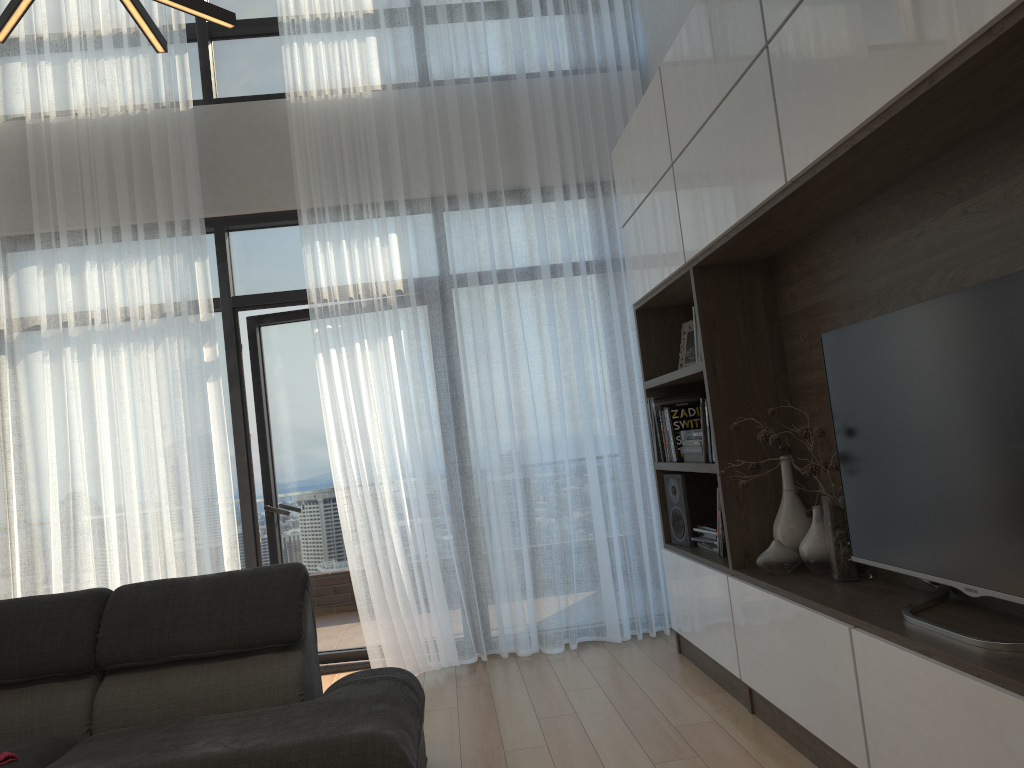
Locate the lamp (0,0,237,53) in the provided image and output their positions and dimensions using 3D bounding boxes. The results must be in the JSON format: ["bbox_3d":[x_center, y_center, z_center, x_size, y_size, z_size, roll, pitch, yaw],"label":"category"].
[{"bbox_3d":[-0.954,-2.529,1.690,1.200,3.645,0.831,-7,-4,5],"label":"lamp"}]

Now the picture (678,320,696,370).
[{"bbox_3d":[0.885,-0.179,4.263,0.114,0.270,0.216,-5,-4,-24],"label":"picture"}]

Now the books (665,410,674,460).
[{"bbox_3d":[0.803,0.226,4.027,0.177,0.242,0.066,-6,-4,-5],"label":"books"}]

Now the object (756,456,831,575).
[{"bbox_3d":[1.024,0.452,3.121,0.313,0.397,0.313,-10,-5,37],"label":"object"}]

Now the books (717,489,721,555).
[{"bbox_3d":[0.961,0.555,3.663,0.232,0.284,0.142,-6,-4,-5],"label":"books"}]

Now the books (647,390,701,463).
[{"bbox_3d":[0.800,0.207,4.257,0.259,0.321,0.128,-6,-4,-5],"label":"books"}]

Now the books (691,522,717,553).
[{"bbox_3d":[0.916,0.669,3.878,0.204,0.099,0.325,-6,-4,-5],"label":"books"}]

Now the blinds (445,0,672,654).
[{"bbox_3d":[0.187,-1.422,4.827,1.163,5.581,0.218,-6,-4,-8],"label":"blinds"}]

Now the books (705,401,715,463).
[{"bbox_3d":[0.854,0.179,3.477,0.179,0.243,0.071,-6,-4,-6],"label":"books"}]

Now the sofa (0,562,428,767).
[{"bbox_3d":[-1.256,0.844,1.576,2.108,0.995,3.169,-6,-4,-5],"label":"sofa"}]

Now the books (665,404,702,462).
[{"bbox_3d":[0.808,0.218,3.993,0.191,0.249,0.083,-6,-4,-5],"label":"books"}]

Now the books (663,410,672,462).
[{"bbox_3d":[0.795,0.230,4.085,0.169,0.242,0.050,-6,-4,-6],"label":"books"}]

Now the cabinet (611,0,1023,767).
[{"bbox_3d":[0.961,-0.118,2.378,0.338,2.494,4.036,-6,-4,-5],"label":"cabinet"}]

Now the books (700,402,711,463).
[{"bbox_3d":[0.838,0.187,3.526,0.172,0.242,0.069,-6,-4,-4],"label":"books"}]

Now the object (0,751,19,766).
[{"bbox_3d":[-1.615,0.995,2.343,0.536,0.077,0.323,-9,-5,29],"label":"object"}]

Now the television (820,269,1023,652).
[{"bbox_3d":[1.062,0.182,2.106,0.229,0.779,1.220,-6,-4,-5],"label":"television"}]

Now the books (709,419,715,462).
[{"bbox_3d":[0.868,0.171,3.440,0.191,0.249,0.084,-6,-4,-5],"label":"books"}]

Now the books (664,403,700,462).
[{"bbox_3d":[0.807,0.221,4.058,0.193,0.255,0.066,-6,-4,-6],"label":"books"}]

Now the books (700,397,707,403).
[{"bbox_3d":[0.863,0.175,3.550,0.197,0.260,0.066,-6,-4,-5],"label":"books"}]

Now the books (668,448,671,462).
[{"bbox_3d":[0.801,0.235,4.108,0.170,0.236,0.049,-6,-4,-5],"label":"books"}]

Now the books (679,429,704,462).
[{"bbox_3d":[0.891,0.250,3.780,0.277,0.137,0.343,-6,-4,-5],"label":"books"}]

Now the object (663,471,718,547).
[{"bbox_3d":[0.879,0.577,4.174,0.244,0.331,0.214,-6,-4,-15],"label":"object"}]

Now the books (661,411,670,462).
[{"bbox_3d":[0.806,0.235,4.132,0.189,0.240,0.053,-6,-4,-5],"label":"books"}]

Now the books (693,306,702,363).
[{"bbox_3d":[0.888,-0.232,3.720,0.185,0.299,0.367,-6,-4,-5],"label":"books"}]

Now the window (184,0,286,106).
[{"bbox_3d":[-1.812,-2.736,5.001,4.808,2.500,0.119,-6,-4,-5],"label":"window"}]

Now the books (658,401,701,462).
[{"bbox_3d":[0.805,0.222,4.165,0.202,0.268,0.053,-6,-4,-5],"label":"books"}]

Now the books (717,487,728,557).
[{"bbox_3d":[0.948,0.550,3.610,0.210,0.289,0.100,-6,-4,-6],"label":"books"}]

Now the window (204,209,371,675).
[{"bbox_3d":[-1.450,0.335,4.781,4.808,2.501,0.119,-6,-4,-5],"label":"window"}]

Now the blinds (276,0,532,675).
[{"bbox_3d":[-0.686,-1.332,4.669,0.858,5.579,0.589,-5,-5,-28],"label":"blinds"}]

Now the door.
[{"bbox_3d":[-0.840,0.526,4.921,1.118,1.976,0.206,-7,-4,5],"label":"door"}]

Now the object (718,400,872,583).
[{"bbox_3d":[0.952,0.347,2.949,0.542,0.598,0.317,-9,-5,31],"label":"object"}]

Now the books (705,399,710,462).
[{"bbox_3d":[0.864,0.174,3.504,0.192,0.254,0.075,-6,-4,-6],"label":"books"}]

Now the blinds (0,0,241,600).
[{"bbox_3d":[-2.298,-1.145,4.609,1.374,5.581,0.218,-6,-4,-7],"label":"blinds"}]
